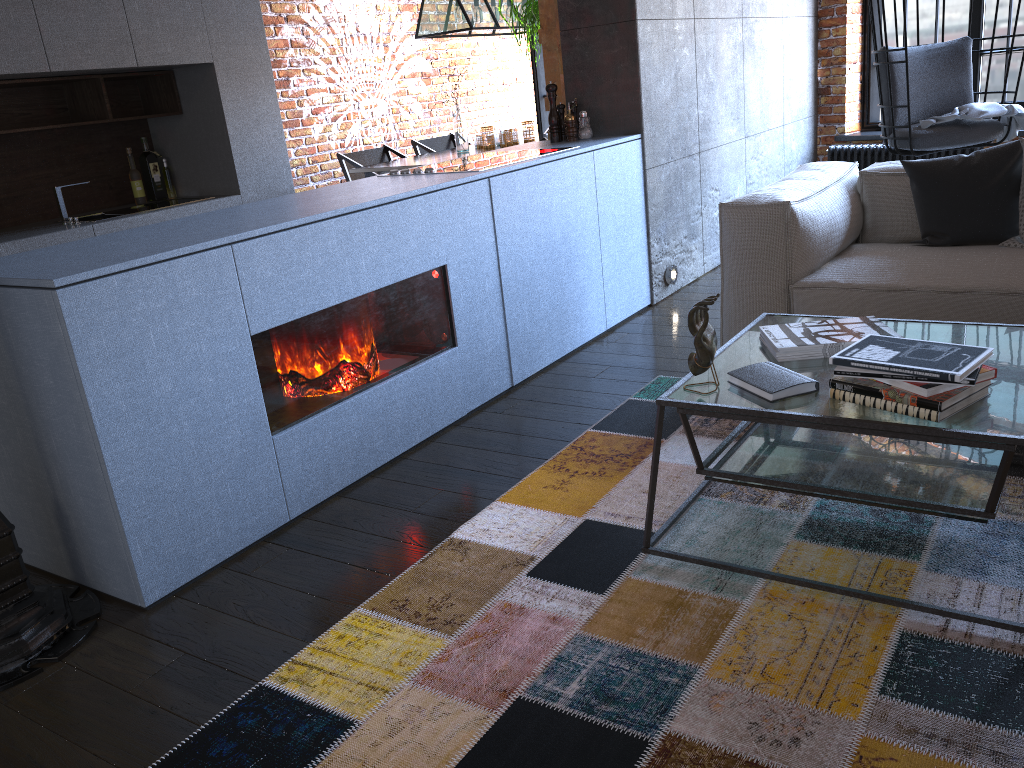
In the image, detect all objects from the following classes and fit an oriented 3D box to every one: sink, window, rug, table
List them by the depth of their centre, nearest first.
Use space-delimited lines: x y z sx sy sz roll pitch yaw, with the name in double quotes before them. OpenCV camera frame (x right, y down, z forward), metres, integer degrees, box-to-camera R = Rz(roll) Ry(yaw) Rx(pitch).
"rug" 0.519 0.413 2.141 1.431 0.013 2.360 6 22 33
"table" 0.876 0.129 2.198 0.842 0.389 0.847 6 23 33
"sink" -2.092 -0.998 4.865 0.381 0.287 0.826 6 23 33
"window" 3.437 -2.520 5.167 0.177 2.237 3.290 -20 23 -35
"table" -0.094 -1.267 6.166 0.904 0.739 1.884 6 23 33
"window" 1.104 -3.106 7.690 0.177 2.237 3.142 -20 23 -35

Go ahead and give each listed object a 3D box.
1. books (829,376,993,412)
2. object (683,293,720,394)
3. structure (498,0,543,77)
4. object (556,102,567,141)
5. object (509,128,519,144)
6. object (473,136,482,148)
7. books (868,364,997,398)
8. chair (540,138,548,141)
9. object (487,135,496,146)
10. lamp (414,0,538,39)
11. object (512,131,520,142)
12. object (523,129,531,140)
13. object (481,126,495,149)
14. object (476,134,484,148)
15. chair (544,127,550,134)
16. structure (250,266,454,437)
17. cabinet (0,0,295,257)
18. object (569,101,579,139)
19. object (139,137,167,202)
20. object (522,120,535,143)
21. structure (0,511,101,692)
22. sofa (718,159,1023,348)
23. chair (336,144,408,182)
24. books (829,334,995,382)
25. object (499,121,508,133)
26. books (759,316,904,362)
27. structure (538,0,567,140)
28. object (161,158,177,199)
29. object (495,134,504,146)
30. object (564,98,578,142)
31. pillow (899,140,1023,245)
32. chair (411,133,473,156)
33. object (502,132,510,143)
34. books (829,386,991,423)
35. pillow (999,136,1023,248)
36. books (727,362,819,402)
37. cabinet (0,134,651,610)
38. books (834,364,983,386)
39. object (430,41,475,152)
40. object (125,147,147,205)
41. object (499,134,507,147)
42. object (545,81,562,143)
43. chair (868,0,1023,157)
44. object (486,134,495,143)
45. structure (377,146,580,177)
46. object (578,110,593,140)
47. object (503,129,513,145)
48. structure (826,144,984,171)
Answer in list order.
"books" 0.850 -0.006 1.896 0.209 0.023 0.251 -19 22 -33
"object" 0.448 -0.093 2.046 0.093 0.223 0.099 -12 19 -14
"structure" 0.237 -1.912 4.630 0.570 0.622 0.422 -19 23 -33
"object" 0.244 -1.281 4.326 0.048 0.180 0.048 -8 19 -4
"object" 0.013 -1.713 6.130 0.061 0.099 0.061 10 25 39
"object" -0.236 -1.690 6.189 0.060 0.073 0.060 -15 20 -22
"books" 0.867 -0.032 1.902 0.190 0.023 0.239 -13 20 -19
"chair" 0.134 -1.128 5.548 0.610 0.820 0.494 6 23 33
"object" -0.140 -1.676 6.112 0.060 0.073 0.060 -15 20 -22
"lamp" -0.179 -2.954 5.747 0.464 1.269 1.256 6 23 33
"object" 0.025 -1.743 6.254 0.060 0.073 0.060 -7 19 -2
"object" 0.108 -1.759 6.273 0.060 0.073 0.060 -15 20 -22
"object" -0.162 -1.663 5.979 0.086 0.140 0.085 -4 19 8
"object" -0.221 -1.676 6.119 0.054 0.088 0.054 -14 20 -21
"chair" 0.442 -1.628 6.914 0.495 0.820 0.609 6 23 33
"structure" -0.597 -0.118 2.879 0.332 0.395 0.942 6 23 33
"cabinet" -2.791 -0.771 3.952 0.713 1.812 4.167 6 23 33
"object" 0.303 -1.279 4.303 0.048 0.180 0.048 0 20 17
"object" -2.122 -1.274 5.252 0.095 0.370 0.109 6 23 33
"object" 0.114 -1.730 6.081 0.086 0.140 0.085 2 21 24
"structure" 2.494 -0.593 0.697 8.514 2.398 0.480 -1 20 15
"sofa" 1.466 -0.047 2.171 2.535 0.699 3.295 6 22 33
"chair" -0.769 -1.225 6.142 0.610 0.820 0.494 6 23 33
"books" 0.846 -0.059 1.882 0.267 0.014 0.196 12 26 43
"object" -0.056 -1.809 6.249 0.060 0.073 0.060 -3 19 12
"books" 0.819 -0.120 2.299 0.309 0.038 0.225 -5 19 5
"structure" 0.985 -2.205 5.519 0.206 2.386 2.824 6 23 33
"object" -2.067 -1.237 5.335 0.047 0.235 0.047 1 20 21
"object" -0.088 -1.693 6.147 0.060 0.073 0.060 -15 20 -22
"object" 0.288 -1.258 4.224 0.080 0.192 0.058 -11 19 -13
"pillow" 1.707 -0.712 3.251 0.538 0.418 0.238 2 21 23
"chair" -0.338 -1.483 6.754 0.610 0.820 0.494 6 23 33
"object" -0.034 -1.727 6.229 0.060 0.073 0.060 -15 20 -22
"books" 0.852 0.015 1.905 0.209 0.024 0.247 -19 22 -33
"pillow" 1.976 -0.661 3.051 0.543 0.403 0.250 -1 20 17
"books" 0.600 -0.009 2.052 0.129 0.029 0.181 -12 19 -16
"cabinet" -0.396 -0.335 3.363 0.607 0.846 2.955 6 23 33
"books" 0.847 -0.044 1.887 0.268 0.014 0.196 6 22 32
"object" -0.359 -1.886 5.810 0.194 0.710 0.442 -22 24 -37
"object" -2.195 -1.211 5.162 0.063 0.323 0.063 -9 19 -6
"object" -0.060 -1.637 5.961 0.049 0.080 0.049 0 20 18
"object" 0.199 -1.305 4.253 0.060 0.283 0.061 -22 24 -38
"chair" 2.107 -2.208 4.270 0.802 2.225 0.681 -10 19 -9
"object" -0.149 -1.734 6.289 0.060 0.073 0.060 -15 20 -22
"structure" -0.120 -0.919 3.697 0.504 0.057 0.762 6 22 33
"object" 0.348 -1.243 4.251 0.069 0.135 0.069 -2 20 14
"object" -0.026 -1.685 6.060 0.061 0.099 0.061 -12 20 -16
"structure" 2.611 -1.370 5.966 0.106 0.477 1.114 -20 23 -35
